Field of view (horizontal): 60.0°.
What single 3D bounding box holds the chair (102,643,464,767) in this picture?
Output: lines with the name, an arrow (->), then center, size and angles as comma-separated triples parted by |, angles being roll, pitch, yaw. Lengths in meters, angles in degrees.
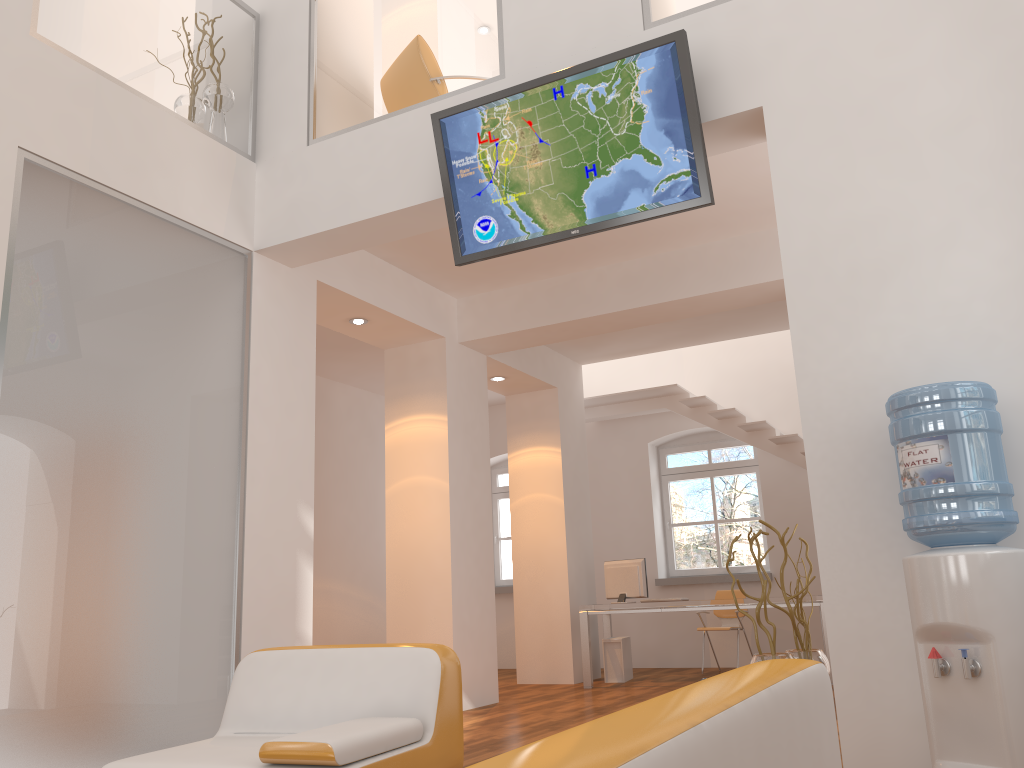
chair -> -0.751, 1.248, 3.008 | 0.923, 0.661, 0.825 | -8, -15, 22

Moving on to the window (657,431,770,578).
window -> 2.426, 1.434, 10.663 | 1.308, 1.737, 0.142 | -10, -16, 26

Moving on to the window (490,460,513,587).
window -> 0.301, 1.791, 11.736 | 1.308, 1.737, 0.142 | -10, -16, 26

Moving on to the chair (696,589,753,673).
chair -> 2.239, 2.600, 9.347 | 0.495, 0.829, 0.464 | -15, -19, 41

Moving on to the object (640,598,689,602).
object -> 1.534, 2.172, 8.926 | 0.467, 0.031, 0.200 | -13, -17, 36

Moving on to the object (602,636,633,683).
object -> 1.067, 2.773, 8.928 | 0.200, 0.422, 0.474 | -7, -15, 17

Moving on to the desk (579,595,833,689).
desk -> 1.879, 2.448, 8.475 | 2.239, 0.750, 1.092 | -7, -15, 17

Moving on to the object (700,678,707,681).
object -> 1.840, 2.829, 8.479 | 0.054, 0.035, 0.115 | -13, -17, 36

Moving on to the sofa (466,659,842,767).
sofa -> -0.122, 0.751, 1.106 | 0.825, 0.661, 2.010 | -9, -15, 25

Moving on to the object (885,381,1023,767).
object -> 1.621, 0.752, 3.129 | 0.436, 1.490, 0.436 | -6, -14, 12

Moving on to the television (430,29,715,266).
television -> 0.256, -1.135, 4.422 | 1.388, 0.803, 0.266 | -10, -16, 26

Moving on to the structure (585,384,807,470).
structure -> 2.362, 1.222, 8.340 | 4.630, 3.042, 3.450 | -10, -16, 26

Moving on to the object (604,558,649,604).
object -> 1.078, 1.945, 8.737 | 0.245, 0.418, 0.516 | 6, -16, -32

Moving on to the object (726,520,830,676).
object -> 1.238, 1.148, 3.875 | 0.655, 1.112, 0.284 | 10, -18, -40
